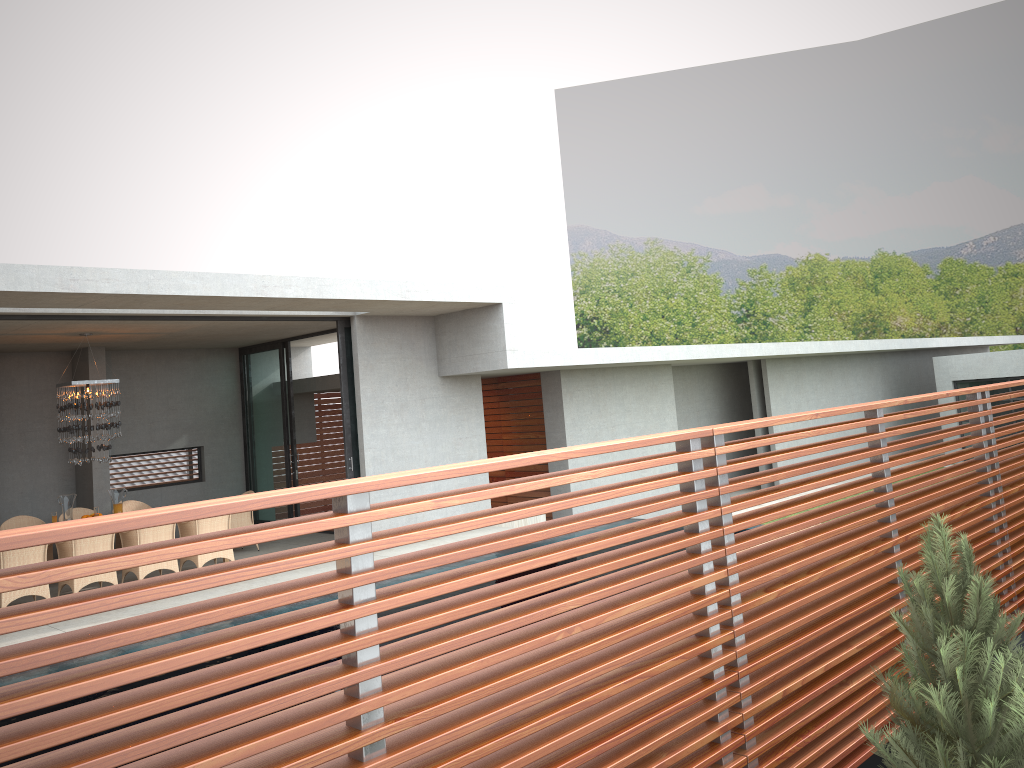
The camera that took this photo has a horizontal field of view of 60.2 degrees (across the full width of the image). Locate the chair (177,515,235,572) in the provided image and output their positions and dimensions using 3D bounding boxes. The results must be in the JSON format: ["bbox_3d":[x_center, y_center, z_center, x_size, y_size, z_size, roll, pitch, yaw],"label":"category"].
[{"bbox_3d":[-3.959,2.005,11.476,0.617,0.870,0.626,-1,-6,-45],"label":"chair"}]

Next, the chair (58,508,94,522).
[{"bbox_3d":[-6.036,2.193,12.472,0.617,0.870,0.626,-1,-6,-45],"label":"chair"}]

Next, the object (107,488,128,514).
[{"bbox_3d":[-5.244,1.592,11.756,0.192,0.389,0.192,-7,-5,27],"label":"object"}]

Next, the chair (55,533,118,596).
[{"bbox_3d":[-5.005,2.075,10.431,0.617,0.870,0.626,-1,-6,-45],"label":"chair"}]

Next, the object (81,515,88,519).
[{"bbox_3d":[-5.553,1.752,11.486,0.094,0.095,0.095,-7,-4,35],"label":"object"}]

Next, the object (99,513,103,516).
[{"bbox_3d":[-5.421,1.741,11.595,0.094,0.095,0.094,-7,-4,34],"label":"object"}]

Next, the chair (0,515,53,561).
[{"bbox_3d":[-6.559,2.229,11.950,0.617,0.870,0.626,-1,-6,-45],"label":"chair"}]

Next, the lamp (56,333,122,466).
[{"bbox_3d":[-5.667,0.202,11.820,0.619,1.769,0.613,0,-7,-45],"label":"lamp"}]

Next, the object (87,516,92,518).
[{"bbox_3d":[-5.472,1.750,11.452,0.081,0.082,0.080,-4,-3,-16],"label":"object"}]

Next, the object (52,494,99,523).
[{"bbox_3d":[-5.646,1.620,11.418,0.541,0.389,0.322,-3,-4,-29],"label":"object"}]

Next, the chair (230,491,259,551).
[{"bbox_3d":[-4.082,2.038,12.941,0.630,0.870,0.613,-1,-6,-45],"label":"chair"}]

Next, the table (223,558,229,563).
[{"bbox_3d":[-5.506,2.186,11.444,3.260,0.762,1.272,-4,-2,-45],"label":"table"}]

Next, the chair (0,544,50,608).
[{"bbox_3d":[-5.527,2.111,9.908,0.617,0.870,0.626,-1,-6,-45],"label":"chair"}]

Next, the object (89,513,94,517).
[{"bbox_3d":[-5.465,1.704,11.503,0.071,0.048,0.071,-5,-2,6],"label":"object"}]

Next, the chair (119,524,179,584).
[{"bbox_3d":[-4.482,2.040,10.953,0.617,0.870,0.626,-1,-6,-45],"label":"chair"}]

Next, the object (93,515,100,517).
[{"bbox_3d":[-5.406,1.741,11.504,0.086,0.088,0.086,-7,-4,35],"label":"object"}]

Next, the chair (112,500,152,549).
[{"bbox_3d":[-5.513,2.158,12.995,0.617,0.870,0.626,-1,-6,-45],"label":"chair"}]
